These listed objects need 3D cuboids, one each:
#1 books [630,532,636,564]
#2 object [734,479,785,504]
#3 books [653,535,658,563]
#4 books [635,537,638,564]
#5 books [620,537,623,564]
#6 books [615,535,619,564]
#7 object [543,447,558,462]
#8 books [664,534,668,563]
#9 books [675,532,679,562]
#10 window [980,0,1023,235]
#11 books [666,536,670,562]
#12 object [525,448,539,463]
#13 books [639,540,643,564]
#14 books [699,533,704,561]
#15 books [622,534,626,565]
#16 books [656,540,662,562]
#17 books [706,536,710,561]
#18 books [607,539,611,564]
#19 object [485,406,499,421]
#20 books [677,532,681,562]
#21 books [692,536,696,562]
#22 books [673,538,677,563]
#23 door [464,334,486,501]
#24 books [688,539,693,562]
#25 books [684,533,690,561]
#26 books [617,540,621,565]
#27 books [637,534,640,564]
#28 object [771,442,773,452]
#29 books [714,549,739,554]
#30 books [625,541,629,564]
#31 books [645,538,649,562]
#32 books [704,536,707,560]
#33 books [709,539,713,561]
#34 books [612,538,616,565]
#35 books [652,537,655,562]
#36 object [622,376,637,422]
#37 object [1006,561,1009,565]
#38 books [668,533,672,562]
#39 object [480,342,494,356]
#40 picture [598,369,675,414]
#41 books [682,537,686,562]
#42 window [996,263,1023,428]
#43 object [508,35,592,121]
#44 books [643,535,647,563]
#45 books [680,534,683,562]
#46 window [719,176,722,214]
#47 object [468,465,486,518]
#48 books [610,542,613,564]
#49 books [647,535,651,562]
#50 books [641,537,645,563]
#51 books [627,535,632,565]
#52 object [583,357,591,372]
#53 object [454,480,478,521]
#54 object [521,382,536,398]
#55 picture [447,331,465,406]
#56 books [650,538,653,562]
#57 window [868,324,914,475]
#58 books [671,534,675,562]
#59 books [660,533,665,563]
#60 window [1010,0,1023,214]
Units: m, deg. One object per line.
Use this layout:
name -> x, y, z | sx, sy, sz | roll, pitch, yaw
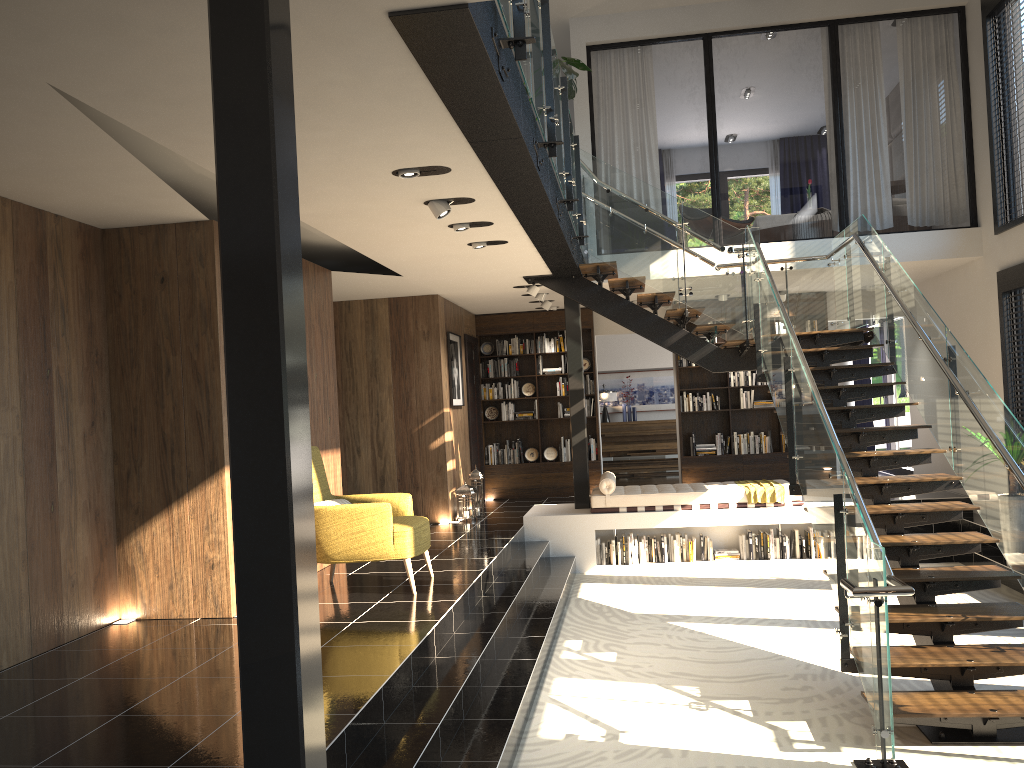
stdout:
books -> 1.343, 1.818, 9.850 | 0.051, 0.338, 0.187 | -3, -1, 8
object -> 2.813, 1.370, 10.108 | 0.466, 0.510, 1.166 | -3, -1, 8
books -> 1.595, 1.834, 9.863 | 0.028, 0.282, 0.173 | -3, -1, 8
books -> 1.382, 1.844, 9.844 | 0.025, 0.282, 0.149 | -3, -1, 8
books -> 1.223, 1.855, 9.877 | 0.028, 0.279, 0.120 | -3, -1, 8
books -> 1.168, 1.841, 9.888 | 0.029, 0.314, 0.163 | -3, -1, 8
object -> 0.559, 1.017, 12.806 | 0.212, 0.222, 0.082 | -3, -1, 8
books -> 1.705, 1.823, 9.852 | 0.025, 0.293, 0.205 | -3, -1, 8
books -> 1.832, 1.810, 9.836 | 0.026, 0.305, 0.187 | -3, -1, 8
window -> 5.046, -2.808, 8.545 | 0.358, 2.475, 1.393 | -3, -1, 8
books -> 1.734, 1.833, 9.866 | 0.029, 0.271, 0.128 | -3, -1, 8
object -> 0.288, 1.032, 12.848 | 0.212, 0.222, 0.082 | -3, -1, 8
books -> 1.431, 1.863, 9.845 | 0.029, 0.240, 0.165 | -3, -1, 8
books -> 2.102, 1.806, 9.822 | 0.030, 0.284, 0.176 | -3, -1, 8
books -> 1.246, 1.831, 9.845 | 0.030, 0.322, 0.203 | -3, -1, 8
books -> 1.637, 1.856, 9.871 | 0.050, 0.234, 0.149 | -3, -1, 8
books -> 2.171, 1.815, 9.803 | 0.020, 0.257, 0.154 | -3, -1, 8
books -> 1.088, 1.874, 9.909 | 0.030, 0.256, 0.145 | -3, -1, 8
object -> -0.294, 0.434, 12.952 | 0.212, 0.222, 0.082 | -3, -1, 8
books -> 1.854, 1.808, 9.828 | 0.020, 0.305, 0.172 | -3, -1, 8
books -> 2.009, 1.823, 9.801 | 0.050, 0.258, 0.215 | -3, -1, 8
books -> 1.805, 1.840, 9.823 | 0.027, 0.246, 0.193 | -3, -1, 8
door -> -0.550, 0.508, 12.373 | 0.104, 2.347, 0.931 | -3, -1, 8
books -> 1.970, 1.838, 9.798 | 0.028, 0.232, 0.205 | -3, -1, 8
books -> 1.942, 1.810, 9.847 | 0.036, 0.293, 0.128 | -3, -1, 8
books -> 1.192, 1.868, 9.848 | 0.027, 0.254, 0.204 | -3, -1, 8
books -> 1.405, 1.828, 9.851 | 0.021, 0.313, 0.139 | -3, -1, 8
object -> 3.633, 0.829, 12.433 | 0.020, 0.262, 0.047 | -3, -1, 8
books -> 2.363, 1.848, 9.795 | 0.249, 0.026, 0.148 | -3, -2, 5
books -> 1.280, 1.873, 9.863 | 0.029, 0.237, 0.147 | -3, -1, 8
books -> 1.509, 1.858, 9.917 | 0.026, 0.247, 0.149 | -3, -1, 8
books -> 2.142, 1.820, 9.833 | 0.045, 0.251, 0.142 | -3, -1, 8
books -> 2.197, 1.834, 9.800 | 0.030, 0.218, 0.186 | -3, -1, 8
books -> 1.134, 1.862, 9.865 | 0.035, 0.273, 0.200 | -3, -1, 8
books -> 1.574, 1.846, 9.875 | 0.019, 0.261, 0.183 | -3, -1, 8
object -> 2.127, 0.273, 16.178 | 0.272, 0.860, 0.270 | -3, -1, 22
object -> 4.579, 0.990, 8.123 | 0.876, 1.337, 0.830 | -3, -1, -3
books -> 1.759, 1.813, 9.861 | 0.023, 0.308, 0.126 | -3, -1, 8
object -> -0.360, -0.510, 12.942 | 0.212, 0.222, 0.082 | -3, -1, 8
picture -> 3.142, 0.094, 16.186 | 3.543, 0.748, 0.035 | -3, -1, 8
books -> 1.908, 1.833, 9.840 | 0.034, 0.252, 0.151 | -3, -1, 8
window -> 5.194, 0.045, 8.508 | 0.358, 2.475, 1.393 | -3, -1, 8
object -> -0.030, -2.268, 7.516 | 1.464, 1.554, 1.260 | -3, -1, -4
books -> 1.480, 1.833, 9.875 | 0.020, 0.295, 0.102 | -3, -1, 8
books -> 1.876, 1.813, 9.829 | 0.023, 0.293, 0.157 | -3, -1, 8
window -> 3.739, -2.633, 15.812 | 3.524, 2.312, 0.184 | -3, -1, 8
object -> -0.427, 1.307, 10.842 | 0.182, 0.642, 0.182 | -3, -1, 8
books -> 1.112, 1.888, 9.899 | 0.020, 0.225, 0.156 | -3, -1, 8
books -> 1.533, 1.838, 9.912 | 0.025, 0.285, 0.137 | -3, -1, 8
books -> 1.457, 1.846, 9.855 | 0.021, 0.270, 0.148 | -3, -1, 8
books -> 1.303, 1.834, 9.835 | 0.028, 0.309, 0.211 | -3, -1, 8
object -> 1.029, -0.272, 12.757 | 0.212, 0.222, 0.082 | -3, -1, 8
object -> -0.553, 1.387, 10.626 | 0.262, 0.483, 0.262 | -3, -1, 8
object -> 0.241, 0.088, 12.881 | 0.212, 0.222, 0.082 | -3, -1, 8
picture -> -0.703, -0.177, 11.163 | 0.028, 0.911, 0.748 | -3, -1, 8
books -> 1.555, 1.848, 9.894 | 0.023, 0.260, 0.133 | -3, -1, 8
window -> 5.909, 0.153, 13.933 | 0.184, 2.475, 2.981 | -3, -1, 8
books -> 1.782, 1.822, 9.850 | 0.025, 0.287, 0.169 | -3, -1, 8
books -> 1.674, 1.821, 9.843 | 0.033, 0.299, 0.196 | -3, -1, 8
window -> 5.115, -2.812, 8.527 | 0.005, 2.296, 1.221 | -3, -1, 8
